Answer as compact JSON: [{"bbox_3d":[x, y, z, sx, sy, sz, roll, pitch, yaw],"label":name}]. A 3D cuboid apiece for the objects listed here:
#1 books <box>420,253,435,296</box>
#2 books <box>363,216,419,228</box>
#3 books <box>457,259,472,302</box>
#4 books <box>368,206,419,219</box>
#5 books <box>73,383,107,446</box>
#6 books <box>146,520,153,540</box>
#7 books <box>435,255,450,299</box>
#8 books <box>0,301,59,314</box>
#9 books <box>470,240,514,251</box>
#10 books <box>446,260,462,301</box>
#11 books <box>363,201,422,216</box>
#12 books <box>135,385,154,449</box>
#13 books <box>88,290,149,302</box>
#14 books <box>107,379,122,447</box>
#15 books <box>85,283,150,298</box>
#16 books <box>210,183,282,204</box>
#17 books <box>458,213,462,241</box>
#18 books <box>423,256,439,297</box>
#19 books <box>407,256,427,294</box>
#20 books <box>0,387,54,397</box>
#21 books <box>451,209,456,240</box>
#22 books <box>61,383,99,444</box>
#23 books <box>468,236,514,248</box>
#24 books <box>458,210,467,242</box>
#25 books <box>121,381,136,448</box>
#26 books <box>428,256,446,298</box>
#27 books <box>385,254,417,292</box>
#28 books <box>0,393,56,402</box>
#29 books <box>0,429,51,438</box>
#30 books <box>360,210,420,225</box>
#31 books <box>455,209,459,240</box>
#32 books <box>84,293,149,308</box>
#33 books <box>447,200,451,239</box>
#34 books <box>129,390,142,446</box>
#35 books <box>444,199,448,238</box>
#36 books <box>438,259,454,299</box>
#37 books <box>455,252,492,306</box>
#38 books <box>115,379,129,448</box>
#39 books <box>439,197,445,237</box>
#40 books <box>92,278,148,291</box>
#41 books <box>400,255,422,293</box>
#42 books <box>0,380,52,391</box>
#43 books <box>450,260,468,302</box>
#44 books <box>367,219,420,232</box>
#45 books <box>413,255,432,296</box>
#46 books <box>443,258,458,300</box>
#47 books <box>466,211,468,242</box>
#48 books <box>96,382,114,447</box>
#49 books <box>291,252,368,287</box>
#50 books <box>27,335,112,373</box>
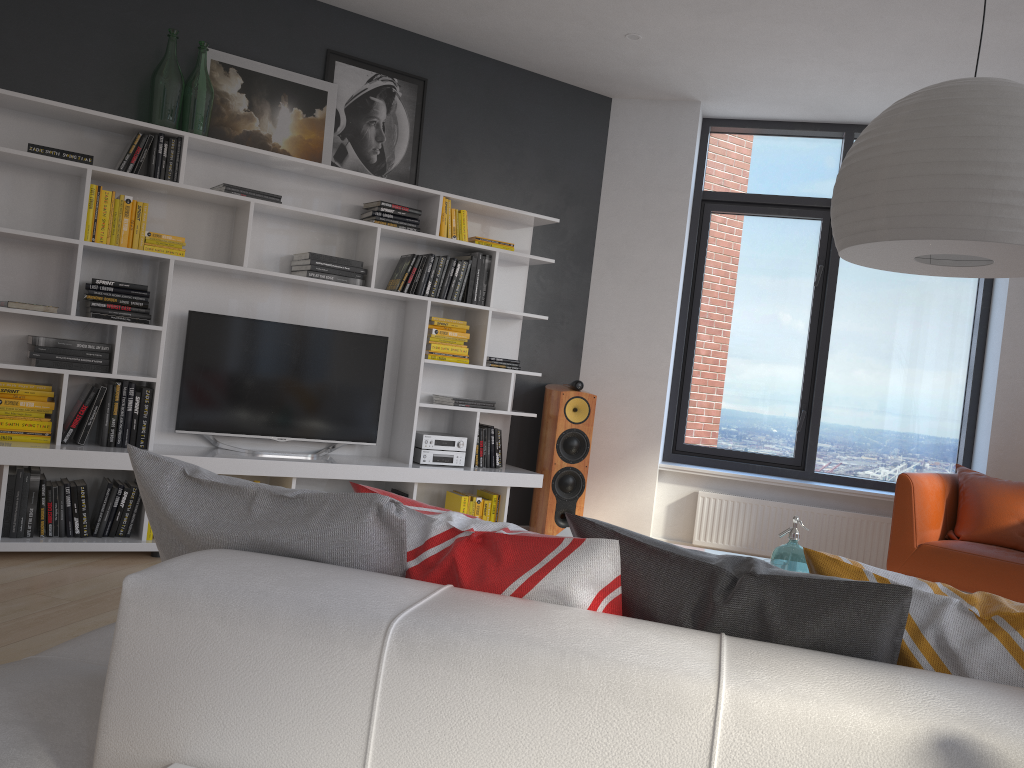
[{"bbox_3d":[-0.531,-0.625,5.126,0.075,0.254,0.192,6,0,-32],"label":"books"},{"bbox_3d":[-0.691,-0.910,5.029,0.264,0.020,0.189,6,0,-33],"label":"books"},{"bbox_3d":[-0.324,-0.605,5.248,0.066,0.260,0.197,6,0,-31],"label":"books"},{"bbox_3d":[-0.675,-0.962,5.026,0.246,0.026,0.180,6,0,-29],"label":"books"},{"bbox_3d":[-2.041,0.143,4.287,0.100,0.289,0.210,6,0,-32],"label":"books"},{"bbox_3d":[-1.771,0.607,4.326,0.029,0.270,0.204,6,0,-31],"label":"books"},{"bbox_3d":[-0.447,-0.619,5.176,0.066,0.260,0.197,6,0,-31],"label":"books"},{"bbox_3d":[-2.246,-0.356,4.117,0.209,0.030,0.266,6,0,-38],"label":"books"},{"bbox_3d":[-0.143,-0.821,5.338,0.257,0.028,0.194,6,0,-26],"label":"books"},{"bbox_3d":[-0.380,-0.603,5.200,0.071,0.243,0.179,6,0,-32],"label":"books"},{"bbox_3d":[-0.681,-0.990,5.034,0.266,0.030,0.209,6,0,-38],"label":"books"},{"bbox_3d":[-1.845,0.162,4.412,0.051,0.297,0.230,6,0,-31],"label":"books"},{"bbox_3d":[-1.921,-0.427,4.319,0.264,0.020,0.189,6,0,-28],"label":"books"},{"bbox_3d":[-1.960,0.141,4.343,0.034,0.314,0.237,6,0,-31],"label":"books"},{"bbox_3d":[-1.924,-0.453,4.338,0.284,0.030,0.214,7,0,-23],"label":"books"},{"bbox_3d":[-1.384,-0.972,4.599,0.310,0.047,0.250,6,0,-36],"label":"books"},{"bbox_3d":[-0.325,-0.907,5.157,0.046,0.161,0.108,6,0,-32],"label":"books"},{"bbox_3d":[-0.505,-0.616,5.135,0.068,0.243,0.179,6,0,-32],"label":"books"},{"bbox_3d":[-0.574,-0.620,5.085,0.081,0.233,0.169,6,0,-32],"label":"books"},{"bbox_3d":[-2.282,0.034,4.165,0.234,0.024,0.171,6,0,-27],"label":"books"},{"bbox_3d":[-0.366,-0.922,5.154,0.054,0.180,0.132,6,0,-31],"label":"books"},{"bbox_3d":[-2.094,0.140,4.275,0.142,0.284,0.232,6,0,-31],"label":"books"},{"bbox_3d":[-0.147,-0.847,5.344,0.257,0.024,0.203,6,0,-28],"label":"books"},{"bbox_3d":[-0.311,-0.918,5.182,0.064,0.184,0.141,6,0,-30],"label":"books"},{"bbox_3d":[-1.909,0.146,4.378,0.034,0.315,0.239,6,0,-31],"label":"books"},{"bbox_3d":[-0.475,-0.617,5.158,0.084,0.249,0.191,6,0,-31],"label":"books"},{"bbox_3d":[-0.634,-0.627,5.059,0.104,0.234,0.182,6,0,-31],"label":"books"},{"bbox_3d":[-2.294,0.057,4.164,0.238,0.023,0.167,7,0,-16],"label":"books"},{"bbox_3d":[-2.308,0.217,4.147,0.269,0.025,0.213,6,0,-28],"label":"books"},{"bbox_3d":[-0.695,-0.936,5.048,0.284,0.030,0.214,6,0,-28],"label":"books"},{"bbox_3d":[-0.346,-0.919,5.158,0.044,0.178,0.128,6,0,-31],"label":"books"},{"bbox_3d":[-1.921,-0.401,4.316,0.284,0.030,0.214,7,0,-23],"label":"books"},{"bbox_3d":[-0.402,-0.949,5.156,0.054,0.224,0.164,6,0,-32],"label":"books"},{"bbox_3d":[-1.879,0.169,4.390,0.028,0.272,0.200,6,0,-31],"label":"books"},{"bbox_3d":[-0.423,-0.951,5.133,0.041,0.224,0.163,6,0,-33],"label":"books"},{"bbox_3d":[-0.415,-0.605,5.163,0.069,0.242,0.172,6,0,-30],"label":"books"},{"bbox_3d":[-0.253,-0.622,5.322,0.128,0.321,0.259,6,0,-31],"label":"books"},{"bbox_3d":[-1.933,0.138,4.363,0.026,0.326,0.237,6,0,-31],"label":"books"},{"bbox_3d":[-0.432,-0.954,5.105,0.041,0.229,0.161,6,0,-32],"label":"books"},{"bbox_3d":[-1.906,-0.479,4.315,0.246,0.026,0.180,7,0,-24],"label":"books"},{"bbox_3d":[-0.608,-0.623,5.080,0.096,0.234,0.187,6,0,-31],"label":"books"},{"bbox_3d":[-2.300,0.007,4.180,0.234,0.024,0.171,6,0,-27],"label":"books"},{"bbox_3d":[-0.353,-0.603,5.230,0.084,0.249,0.191,6,0,-31],"label":"books"},{"bbox_3d":[-0.690,-0.884,5.027,0.284,0.030,0.214,6,0,-28],"label":"books"},{"bbox_3d":[-0.538,-0.619,5.092,0.069,0.242,0.172,6,0,-30],"label":"books"},{"bbox_3d":[-0.408,-0.611,5.198,0.075,0.254,0.192,6,0,-32],"label":"books"},{"bbox_3d":[-0.296,-0.917,5.201,0.044,0.184,0.142,6,0,-30],"label":"books"},{"bbox_3d":[-1.985,0.146,4.322,0.028,0.301,0.213,6,0,-31],"label":"books"},{"bbox_3d":[-1.008,-0.621,4.874,0.343,0.137,0.277,6,0,-36],"label":"books"},{"bbox_3d":[-2.124,-0.143,4.244,0.343,0.137,0.277,6,0,-31],"label":"books"}]
